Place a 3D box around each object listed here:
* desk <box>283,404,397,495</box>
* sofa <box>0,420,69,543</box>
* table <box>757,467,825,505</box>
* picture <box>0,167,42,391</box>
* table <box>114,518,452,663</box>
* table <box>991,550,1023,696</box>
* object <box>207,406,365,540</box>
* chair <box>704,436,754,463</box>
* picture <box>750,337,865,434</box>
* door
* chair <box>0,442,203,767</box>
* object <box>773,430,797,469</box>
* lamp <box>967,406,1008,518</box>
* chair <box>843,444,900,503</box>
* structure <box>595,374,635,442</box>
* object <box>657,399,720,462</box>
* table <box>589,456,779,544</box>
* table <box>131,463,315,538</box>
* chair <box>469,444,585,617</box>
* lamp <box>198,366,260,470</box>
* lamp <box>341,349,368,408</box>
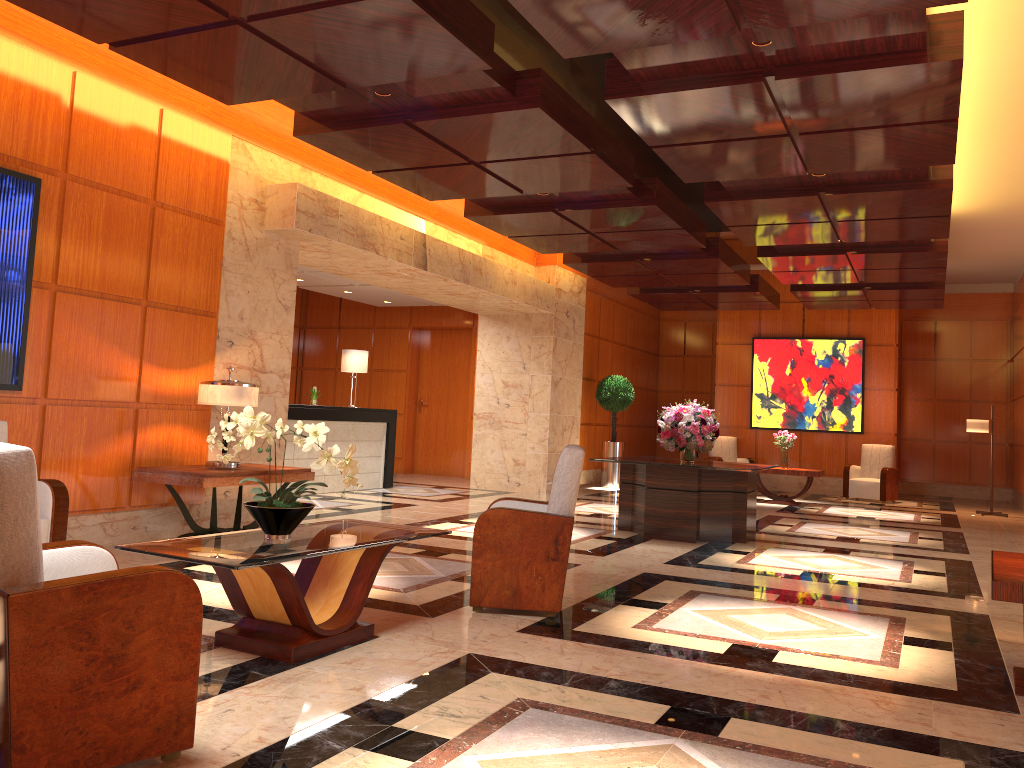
[{"bbox_3d":[-2.767,0.857,11.922,0.942,1.144,2.918,1,-3,25],"label":"desk"},{"bbox_3d":[-3.397,0.657,4.822,0.613,0.935,1.794,1,-3,26],"label":"sofa"},{"bbox_3d":[4.225,1.587,13.843,1.168,0.536,0.723,2,-3,25],"label":"table"},{"bbox_3d":[-3.702,-0.734,5.117,0.056,1.456,1.991,1,-4,25],"label":"picture"},{"bbox_3d":[-1.015,0.984,4.242,0.722,0.497,1.555,1,-3,28],"label":"table"},{"bbox_3d":[2.594,1.130,4.037,0.725,0.535,1.164,1,-3,28],"label":"table"},{"bbox_3d":[-1.089,0.420,4.203,0.788,0.619,0.416,3,-4,3],"label":"object"},{"bbox_3d":[3.965,1.446,16.229,0.737,0.964,0.627,4,-4,-16],"label":"chair"},{"bbox_3d":[5.442,0.007,16.386,1.997,1.742,0.056,1,-5,25],"label":"picture"},{"bbox_3d":[-1.254,0.317,16.040,1.286,2.705,0.339,1,-5,25],"label":"door"},{"bbox_3d":[-1.437,0.664,2.820,0.737,0.964,0.627,-1,-5,44],"label":"chair"},{"bbox_3d":[4.279,1.024,13.908,0.326,0.598,0.350,7,-5,-44],"label":"object"},{"bbox_3d":[7.205,1.157,13.471,0.527,1.666,0.358,2,-5,15],"label":"lamp"},{"bbox_3d":[6.164,1.514,15.185,0.737,0.964,0.627,-1,-5,44],"label":"chair"},{"bbox_3d":[1.781,0.677,15.499,0.721,1.718,0.719,3,-4,3],"label":"structure"},{"bbox_3d":[1.842,0.482,9.260,0.650,0.660,0.678,2,-3,17],"label":"object"},{"bbox_3d":[1.814,1.185,9.223,1.601,0.747,1.596,2,-3,25],"label":"table"},{"bbox_3d":[-2.272,0.972,7.040,0.726,0.608,1.267,1,-3,26],"label":"table"},{"bbox_3d":[0.107,0.838,5.375,0.628,0.964,0.736,3,-4,4],"label":"chair"},{"bbox_3d":[-2.233,0.259,6.944,0.458,0.812,0.457,0,-5,35],"label":"lamp"},{"bbox_3d":[-2.279,-0.071,12.754,0.372,0.822,0.372,6,-5,-39],"label":"lamp"}]
